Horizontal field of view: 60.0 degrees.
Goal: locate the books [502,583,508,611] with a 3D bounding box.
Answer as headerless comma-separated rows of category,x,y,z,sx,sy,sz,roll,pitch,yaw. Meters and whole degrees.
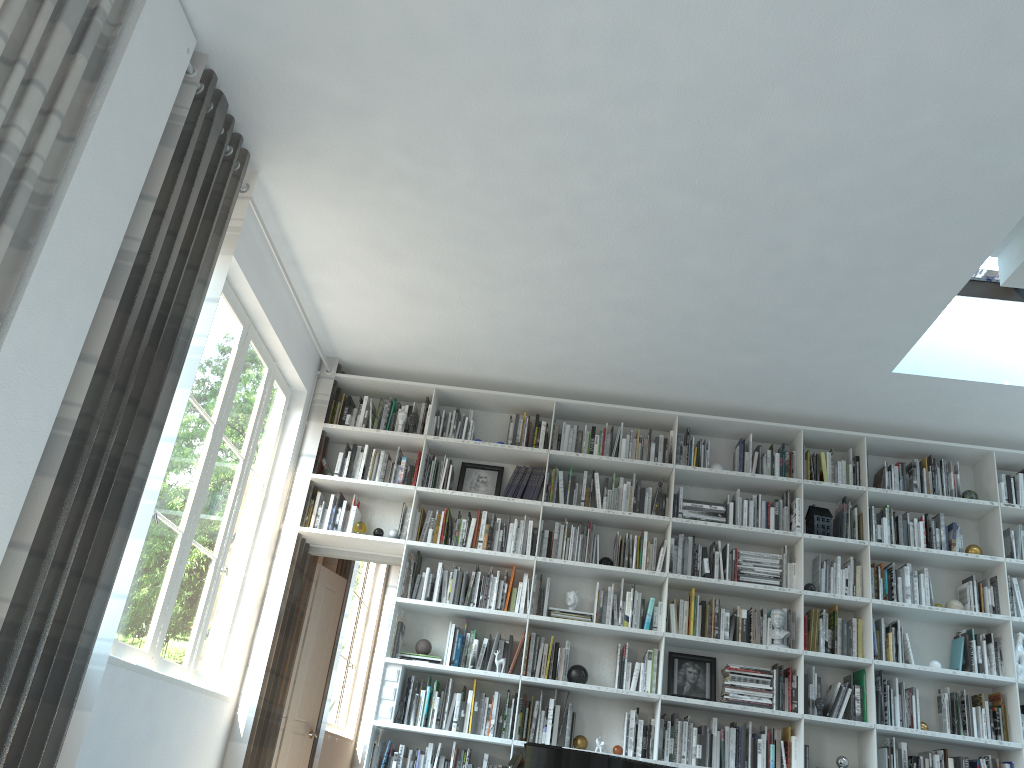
books,-0.046,1.409,5.744,0.013,0.202,0.162,6,-25,4

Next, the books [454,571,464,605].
books,-0.344,1.355,5.762,0.024,0.236,0.167,6,-25,4

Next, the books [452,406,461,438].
books,-0.393,0.322,6.231,0.015,0.278,0.191,6,-25,4

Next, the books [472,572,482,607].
books,-0.228,1.367,5.775,0.021,0.255,0.156,6,-25,4

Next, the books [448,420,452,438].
books,-0.435,0.369,6.242,0.014,0.191,0.147,6,-25,4

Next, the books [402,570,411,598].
books,-0.679,1.335,5.792,0.026,0.208,0.155,6,-25,4

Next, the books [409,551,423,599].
books,-0.629,1.276,5.796,0.012,0.332,0.185,6,-25,4

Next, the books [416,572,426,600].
books,-0.589,1.348,5.790,0.042,0.208,0.144,6,-25,4

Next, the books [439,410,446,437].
books,-0.490,0.332,6.248,0.012,0.248,0.180,6,-25,4

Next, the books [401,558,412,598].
books,-0.692,1.303,5.817,0.012,0.283,0.160,6,-25,4

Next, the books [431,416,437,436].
books,-0.546,0.348,6.244,0.017,0.203,0.143,6,-25,4

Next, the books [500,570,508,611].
books,-0.054,1.373,5.777,0.015,0.291,0.144,6,-25,4

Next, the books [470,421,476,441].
books,-0.276,0.380,6.237,0.013,0.209,0.137,6,-25,4

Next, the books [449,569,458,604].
books,-0.377,1.346,5.766,0.021,0.246,0.189,6,-25,4

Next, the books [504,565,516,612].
books,-0.014,1.357,5.768,0.035,0.324,0.171,6,-25,4

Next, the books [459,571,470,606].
books,-0.311,1.360,5.769,0.023,0.241,0.185,6,-25,4

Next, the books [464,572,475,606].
books,-0.274,1.365,5.785,0.048,0.255,0.142,6,-25,4

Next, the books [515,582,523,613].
books,0.042,1.411,5.746,0.031,0.222,0.145,6,-25,4

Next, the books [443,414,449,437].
books,-0.462,0.346,6.239,0.013,0.224,0.177,6,-25,4

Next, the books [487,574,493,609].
books,-0.144,1.380,5.771,0.011,0.250,0.140,6,-25,4

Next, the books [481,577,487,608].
books,-0.179,1.385,5.763,0.013,0.226,0.152,6,-25,4

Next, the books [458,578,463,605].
books,-0.329,1.383,5.779,0.010,0.203,0.140,6,-25,4

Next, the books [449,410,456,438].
books,-0.416,0.335,6.244,0.016,0.259,0.155,6,-25,4

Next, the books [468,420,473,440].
books,-0.290,0.378,6.228,0.014,0.201,0.171,6,-25,4

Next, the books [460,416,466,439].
books,-0.345,0.361,6.228,0.013,0.218,0.182,6,-25,4

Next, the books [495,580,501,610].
books,-0.092,1.400,5.756,0.012,0.216,0.161,6,-25,4

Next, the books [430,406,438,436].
books,-0.552,0.314,6.270,0.007,0.283,0.160,6,-25,4

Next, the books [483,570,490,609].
books,-0.164,1.364,5.767,0.012,0.271,0.146,6,-25,4

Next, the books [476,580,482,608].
books,-0.211,1.393,5.763,0.021,0.204,0.130,6,-25,4

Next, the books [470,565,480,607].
books,-0.242,1.341,5.776,0.013,0.298,0.152,6,-25,4

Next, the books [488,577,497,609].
books,-0.125,1.391,5.777,0.028,0.241,0.132,6,-25,4

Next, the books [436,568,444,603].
books,-0.467,1.339,5.777,0.011,0.245,0.177,6,-25,4

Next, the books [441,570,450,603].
books,-0.436,1.354,5.796,0.049,0.241,0.140,6,-25,4

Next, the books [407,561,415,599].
books,-0.652,1.305,5.786,0.027,0.264,0.177,6,-25,4

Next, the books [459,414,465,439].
books,-0.355,0.348,6.244,0.013,0.251,0.130,6,-25,4

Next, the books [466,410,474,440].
books,-0.298,0.343,6.263,0.015,0.292,0.131,6,-25,4

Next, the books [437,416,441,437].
books,-0.514,0.351,6.248,0.032,0.209,0.159,6,-25,4

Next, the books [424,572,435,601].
books,-0.533,1.345,5.761,0.028,0.203,0.189,6,-25,4

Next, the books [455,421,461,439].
books,-0.379,0.375,6.226,0.026,0.182,0.162,6,-25,4

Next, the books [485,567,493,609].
books,-0.151,1.358,5.787,0.011,0.303,0.130,6,-25,4

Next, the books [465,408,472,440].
books,-0.308,0.333,6.255,0.007,0.300,0.146,6,-25,4

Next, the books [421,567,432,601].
books,-0.555,1.332,5.778,0.022,0.234,0.178,6,-25,4

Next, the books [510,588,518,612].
books,0.009,1.426,5.739,0.030,0.182,0.152,6,-25,4

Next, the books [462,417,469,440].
books,-0.328,0.362,6.219,0.021,0.213,0.174,6,-25,4

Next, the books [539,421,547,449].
books,0.210,0.409,6.198,0.031,0.253,0.179,6,-25,4

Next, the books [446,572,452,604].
books,-0.406,1.355,5.773,0.014,0.228,0.149,6,-25,4

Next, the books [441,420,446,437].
books,-0.478,0.365,6.248,0.017,0.193,0.130,6,-25,4

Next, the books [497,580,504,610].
books,-0.076,1.402,5.759,0.021,0.219,0.149,6,-25,4

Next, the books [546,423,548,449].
books,0.246,0.420,6.208,0.039,0.251,0.147,6,-25,4

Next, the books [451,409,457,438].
books,-0.404,0.330,6.244,0.007,0.271,0.155,6,-25,4

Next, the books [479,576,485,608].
books,-0.193,1.378,5.754,0.013,0.228,0.177,6,-25,4

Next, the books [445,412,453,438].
books,-0.446,0.341,6.246,0.016,0.242,0.157,6,-25,4

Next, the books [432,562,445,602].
books,-0.481,1.325,5.793,0.023,0.280,0.175,6,-25,4

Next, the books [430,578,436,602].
books,-0.509,1.374,5.796,0.021,0.187,0.130,6,-25,4

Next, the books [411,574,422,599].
books,-0.614,1.349,5.769,0.037,0.181,0.190,6,-25,4

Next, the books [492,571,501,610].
books,-0.102,1.366,5.756,0.015,0.274,0.158,6,-25,4

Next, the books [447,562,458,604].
books,-0.389,1.327,5.784,0.011,0.292,0.184,6,-25,4

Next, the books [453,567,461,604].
books,-0.359,1.345,5.786,0.011,0.269,0.158,6,-25,4

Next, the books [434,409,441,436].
books,-0.531,0.327,6.260,0.007,0.257,0.157,6,-25,4
